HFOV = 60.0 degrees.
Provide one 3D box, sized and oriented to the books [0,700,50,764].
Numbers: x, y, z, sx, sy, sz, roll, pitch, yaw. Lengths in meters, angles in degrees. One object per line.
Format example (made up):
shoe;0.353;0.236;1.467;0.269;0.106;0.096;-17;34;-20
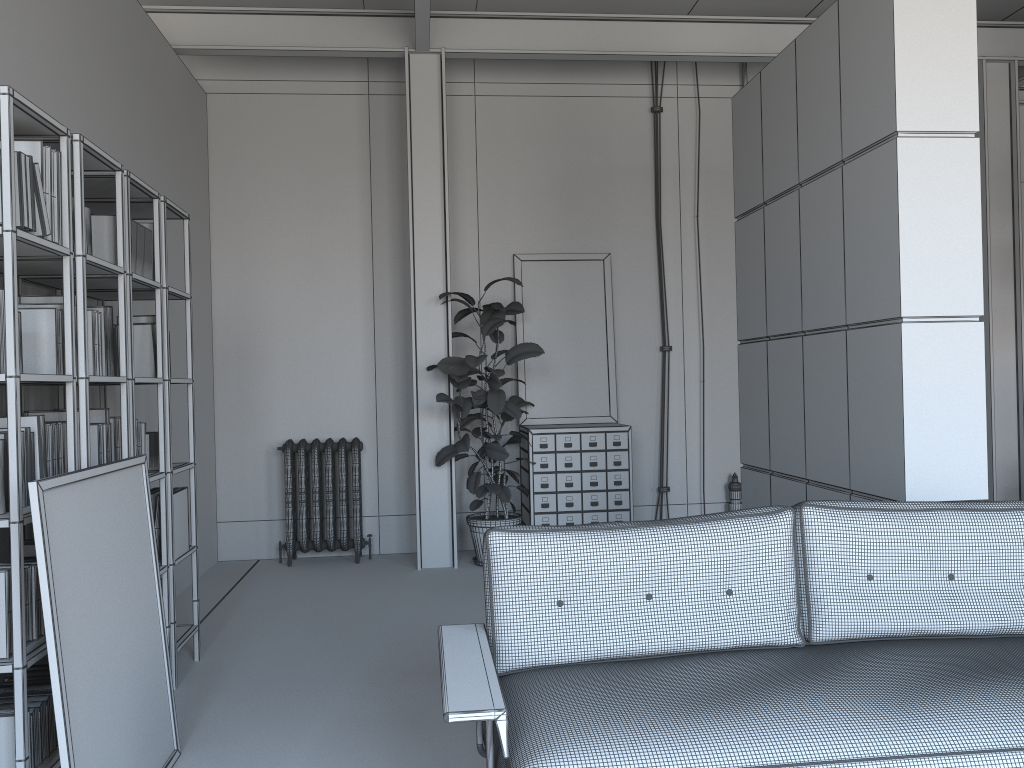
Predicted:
books;-1.646;1.129;2.859;0.271;0.197;0.056;-1;0;-6

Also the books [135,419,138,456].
books;-1.811;0.285;4.073;0.170;0.245;0.043;-1;0;-6

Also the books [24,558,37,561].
books;-1.657;0.727;3.222;0.270;0.195;0.056;-1;0;-6

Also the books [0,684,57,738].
books;-1.682;1.137;3.072;0.260;0.185;0.056;-1;0;-6

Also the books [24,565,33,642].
books;-1.604;0.695;2.772;0.178;0.244;0.057;-1;0;-6

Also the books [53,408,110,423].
books;-1.810;0.254;3.730;0.222;0.303;0.038;-1;0;-6

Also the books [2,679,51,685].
books;-1.682;1.141;3.160;0.242;0.176;0.040;-1;0;-6

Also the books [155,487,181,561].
books;-1.652;0.674;4.251;0.068;0.327;0.303;-1;0;-5

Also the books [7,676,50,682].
books;-1.686;1.141;3.200;0.242;0.176;0.040;-1;0;-6

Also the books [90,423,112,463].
books;-1.761;0.284;3.679;0.178;0.244;0.057;-1;0;-6

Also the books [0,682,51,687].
books;-1.677;1.140;3.121;0.242;0.176;0.040;-1;0;-6

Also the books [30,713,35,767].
books;-1.633;1.128;2.757;0.265;0.192;0.037;-1;0;-6

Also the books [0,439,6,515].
books;-1.623;0.284;2.685;0.162;0.229;0.053;-1;0;-8

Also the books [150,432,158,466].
books;-1.788;0.323;4.301;0.134;0.177;0.012;-1;0;-6

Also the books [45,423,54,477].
books;-1.711;0.272;3.091;0.193;0.265;0.062;-1;0;-6

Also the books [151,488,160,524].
books;-1.700;0.673;4.235;0.027;0.326;0.272;-1;0;-6

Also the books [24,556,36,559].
books;-1.665;0.727;3.271;0.264;0.190;0.037;-1;0;-6

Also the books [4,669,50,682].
books;-1.704;1.137;3.245;0.271;0.184;0.047;-1;0;-6

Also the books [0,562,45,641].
books;-1.599;0.695;2.832;0.178;0.244;0.057;-1;0;-6

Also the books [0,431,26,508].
books;-1.652;0.276;2.828;0.180;0.248;0.054;-1;0;-16

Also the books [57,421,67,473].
books;-1.729;0.272;3.284;0.193;0.265;0.062;-1;0;-6

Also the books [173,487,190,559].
books;-1.602;0.672;4.256;0.033;0.326;0.303;-1;0;-6

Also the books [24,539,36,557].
books;-1.687;0.705;3.358;0.302;0.244;0.036;-1;0;-6

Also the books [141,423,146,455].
books;-1.811;0.296;4.171;0.176;0.232;0.015;-1;0;-6

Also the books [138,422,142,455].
books;-1.813;0.293;4.128;0.162;0.229;0.053;-1;0;2

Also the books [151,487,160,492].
books;-1.739;0.674;4.251;0.037;0.322;0.333;-1;0;-6

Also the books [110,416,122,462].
books;-1.781;0.274;3.796;0.193;0.265;0.091;-1;0;-6

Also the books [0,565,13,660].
books;-1.589;0.684;2.652;0.193;0.265;0.091;-1;0;-6

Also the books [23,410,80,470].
books;-1.765;0.253;3.427;0.222;0.303;0.071;-1;0;-6

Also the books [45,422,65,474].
books;-1.734;0.272;3.218;0.193;0.265;0.062;-1;0;-6

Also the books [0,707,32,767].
books;-1.612;1.105;2.668;0.304;0.247;0.036;-1;0;-6

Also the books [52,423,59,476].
books;-1.723;0.272;3.154;0.193;0.265;0.062;-1;0;-6

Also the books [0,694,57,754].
books;-1.652;1.129;2.915;0.271;0.197;0.056;-1;0;-6

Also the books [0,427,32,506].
books;-1.658;0.272;2.868;0.189;0.258;0.027;-1;0;-16

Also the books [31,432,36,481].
books;-1.666;0.281;2.898;0.194;0.241;0.030;-1;0;-19

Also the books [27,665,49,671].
books;-1.704;1.137;3.297;0.260;0.185;0.056;-1;0;-6

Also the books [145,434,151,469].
books;-1.776;0.323;4.186;0.134;0.177;0.012;-1;0;-6

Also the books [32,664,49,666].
books;-1.700;1.141;3.345;0.242;0.176;0.040;-1;0;-6

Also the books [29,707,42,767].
books;-1.641;1.129;2.803;0.271;0.197;0.056;-1;0;-6

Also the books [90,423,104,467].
books;-1.766;0.285;3.619;0.178;0.244;0.057;-1;0;-6

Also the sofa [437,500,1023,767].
sofa;0.969;0.862;2.592;2.347;0.948;0.952;-1;0;-6

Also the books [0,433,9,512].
books;-1.634;0.277;2.739;0.170;0.245;0.043;-1;0;-16

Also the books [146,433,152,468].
books;-1.778;0.323;4.209;0.134;0.177;0.012;-1;0;-6
